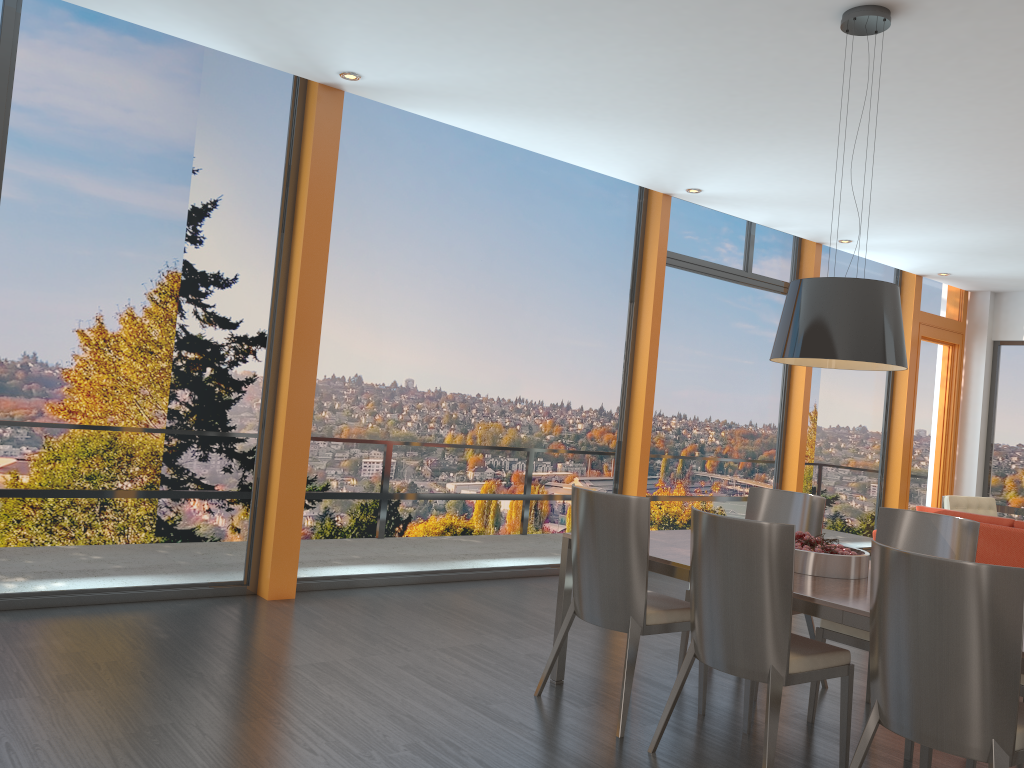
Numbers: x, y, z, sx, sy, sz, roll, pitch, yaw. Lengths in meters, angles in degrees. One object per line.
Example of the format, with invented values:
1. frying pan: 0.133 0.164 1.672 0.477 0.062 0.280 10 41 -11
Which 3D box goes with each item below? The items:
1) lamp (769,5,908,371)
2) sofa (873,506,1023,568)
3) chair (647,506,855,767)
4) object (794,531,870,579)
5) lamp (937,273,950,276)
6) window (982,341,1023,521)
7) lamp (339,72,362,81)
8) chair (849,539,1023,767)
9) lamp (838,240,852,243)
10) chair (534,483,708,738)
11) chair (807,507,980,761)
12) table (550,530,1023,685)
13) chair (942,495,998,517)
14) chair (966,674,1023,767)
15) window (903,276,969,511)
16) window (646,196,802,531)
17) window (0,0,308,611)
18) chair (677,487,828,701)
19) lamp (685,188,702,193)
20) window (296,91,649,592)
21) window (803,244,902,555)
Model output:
1. lamp: 1.483 -0.870 3.877 0.567 1.580 0.567 5 -2 -9
2. sofa: 3.782 1.354 5.727 1.037 0.853 2.598 6 -2 -38
3. chair: 0.951 0.988 3.432 0.614 0.968 0.548 6 -2 -38
4. object: 1.324 0.725 3.852 0.427 0.154 0.426 5 -1 6
5. lamp: 4.726 -1.199 9.713 0.129 0.010 0.129 5 -1 7
6. window: 6.136 0.414 10.040 0.065 3.341 1.410 7 -2 -38
7. lamp: -0.954 -1.816 5.236 0.129 0.010 0.129 5 -1 7
8. chair: 1.423 1.018 2.830 0.614 0.968 0.548 6 -2 -38
9. lamp: 3.194 -1.366 8.505 0.129 0.010 0.129 5 -1 7
10. chair: 0.521 0.961 3.981 0.614 0.968 0.548 6 -2 -38
11. chair: 1.760 1.075 4.012 0.614 0.968 0.548 6 -2 -38
12. table: 1.330 1.184 3.754 1.171 0.765 2.152 6 -2 -38
13. chair: 4.368 1.463 8.037 0.699 0.817 0.707 6 -2 -28
14. chair: 2.191 1.102 3.463 0.614 0.968 0.548 6 -2 -38
15. window: 4.847 0.301 10.345 1.156 3.347 0.211 7 -2 -38
16. window: 1.898 -0.016 8.141 2.103 3.347 0.070 6 -2 -38
17. window: -2.082 -0.448 5.005 1.661 3.347 0.070 7 -2 -38
18. chair: 1.288 1.045 4.615 0.614 0.968 0.548 6 -2 -38
19. lamp: 1.462 -1.554 7.141 0.129 0.010 0.129 5 -1 7
20. window: -0.154 -0.239 6.524 2.922 3.347 0.070 6 -2 -38
21. window: 3.529 0.161 9.426 1.843 3.347 0.070 6 -2 -38
